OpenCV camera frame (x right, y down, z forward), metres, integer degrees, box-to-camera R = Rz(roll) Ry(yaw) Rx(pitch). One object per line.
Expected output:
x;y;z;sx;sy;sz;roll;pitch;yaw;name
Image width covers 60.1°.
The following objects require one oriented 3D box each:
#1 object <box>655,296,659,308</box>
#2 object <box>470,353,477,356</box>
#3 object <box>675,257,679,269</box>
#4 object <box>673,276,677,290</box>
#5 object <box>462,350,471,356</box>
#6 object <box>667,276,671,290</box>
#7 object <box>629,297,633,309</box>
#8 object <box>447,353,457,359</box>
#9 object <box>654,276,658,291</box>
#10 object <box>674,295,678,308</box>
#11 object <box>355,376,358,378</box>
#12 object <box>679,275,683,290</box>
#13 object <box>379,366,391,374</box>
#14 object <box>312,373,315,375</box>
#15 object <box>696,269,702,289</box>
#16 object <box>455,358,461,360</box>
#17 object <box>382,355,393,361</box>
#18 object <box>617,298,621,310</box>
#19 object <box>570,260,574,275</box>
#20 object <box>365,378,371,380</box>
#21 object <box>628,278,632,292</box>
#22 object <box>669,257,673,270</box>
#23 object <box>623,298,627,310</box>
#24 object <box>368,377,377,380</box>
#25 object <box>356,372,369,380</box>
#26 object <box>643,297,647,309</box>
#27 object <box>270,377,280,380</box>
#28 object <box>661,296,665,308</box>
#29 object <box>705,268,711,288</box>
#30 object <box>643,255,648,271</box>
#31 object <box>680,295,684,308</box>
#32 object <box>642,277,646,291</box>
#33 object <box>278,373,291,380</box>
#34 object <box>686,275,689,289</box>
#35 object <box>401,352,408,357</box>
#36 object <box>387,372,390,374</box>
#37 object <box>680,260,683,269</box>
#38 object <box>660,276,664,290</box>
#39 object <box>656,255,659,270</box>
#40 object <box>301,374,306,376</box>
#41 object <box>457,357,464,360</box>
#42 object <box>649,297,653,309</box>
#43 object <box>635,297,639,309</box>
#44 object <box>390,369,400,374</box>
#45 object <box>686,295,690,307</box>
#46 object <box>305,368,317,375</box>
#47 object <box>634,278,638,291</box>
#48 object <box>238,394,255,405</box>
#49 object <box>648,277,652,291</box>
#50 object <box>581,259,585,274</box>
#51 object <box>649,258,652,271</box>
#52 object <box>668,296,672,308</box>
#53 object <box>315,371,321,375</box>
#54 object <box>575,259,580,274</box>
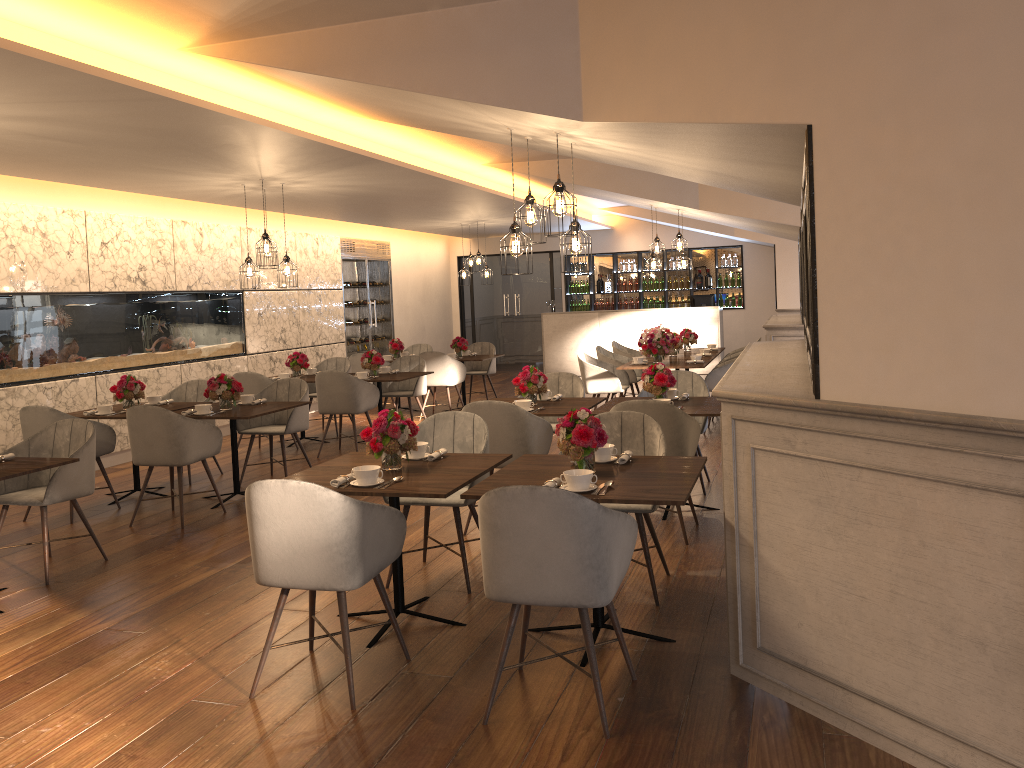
2.678;-1.498;16.391;0.065;0.261;0.066;-3;3;-3;object
-0.523;-0.406;12.061;0.056;0.039;0.176;-1;6;18;object
3.017;-2.216;16.209;0.070;0.235;0.041;-2;3;17;object
2.999;-1.863;16.267;0.065;0.261;0.066;-3;3;-3;object
-0.632;-0.421;12.095;0.148;0.072;0.149;2;7;40;object
2.894;-1.861;16.301;0.065;0.261;0.066;-3;3;-3;object
2.218;-1.492;16.539;0.065;0.261;0.066;-3;3;-3;object
-0.784;-0.356;11.505;0.148;0.072;0.148;-5;6;-29;object
2.662;-1.860;16.376;0.065;0.263;0.066;-3;3;-3;object
3.015;-1.501;16.282;0.065;0.261;0.066;-3;3;-3;object
-1.653;-0.067;9.164;0.056;0.039;0.176;-1;6;18;object
3.104;-1.864;16.233;0.065;0.261;0.066;-3;3;-3;object
-1.394;-0.151;9.719;0.148;0.072;0.148;-5;6;-29;object
-2.194;-0.116;9.968;0.025;0.024;0.193;-1;6;18;object
3.407;-1.913;16.110;0.104;0.359;0.104;-3;3;-20;object
-0.700;-0.325;11.507;0.022;0.004;0.211;-1;6;18;object
-1.658;-0.345;11.786;0.148;0.072;0.148;-5;6;-29;object
2.008;-1.490;16.606;0.065;0.261;0.066;-3;3;-3;object
1.140;-2.231;16.811;0.075;0.309;0.075;0;4;43;object
-1.461;-0.055;9.131;0.022;0.004;0.211;-1;6;18;object
2.202;-1.853;16.524;0.065;0.261;0.066;-3;3;-3;object
2.921;-2.215;16.240;0.070;0.235;0.041;-2;3;17;object
2.113;-1.491;16.573;0.065;0.261;0.066;-3;3;-3;object
-1.430;-0.060;9.114;0.043;0.015;0.198;-1;6;14;object
-1.545;-0.085;9.129;0.148;0.072;0.148;-5;6;-29;object
2.467;-1.495;16.458;0.065;0.261;0.066;-3;3;-3;object
-2.527;-0.057;9.446;0.056;0.039;0.176;-1;6;18;object
2.783;-1.499;16.357;0.065;0.261;0.066;-3;3;-3;object
3.555;-1.916;16.059;0.104;0.358;0.104;-5;4;-45;object
2.469;-2.247;16.383;0.075;0.309;0.075;-5;3;-40;object
3.120;-1.503;16.248;0.065;0.261;0.066;-3;3;-3;object
2.451;-1.856;16.443;0.065;0.261;0.066;-3;3;-3;object
-2.419;-0.075;9.410;0.148;0.072;0.148;-5;6;-29;object
3.209;-1.865;16.199;0.065;0.261;0.066;-3;3;-3;object
-1.507;-0.411;12.376;0.148;0.072;0.149;2;7;40;object
-1.320;-0.127;9.686;0.025;0.024;0.193;-1;6;18;object
3.113;-2.217;16.178;0.070;0.235;0.041;-2;3;17;object
2.767;-1.861;16.342;0.065;0.263;0.066;-3;3;-3;object
2.668;-2.250;16.319;0.075;0.309;0.075;-1;3;29;object
-2.348;-0.102;10.000;0.022;0.004;0.211;-1;6;18;object
-0.669;-0.330;11.490;0.043;0.015;0.198;-1;6;14;object
2.572;-1.496;16.425;0.065;0.261;0.066;-3;3;-3;object
2.323;-1.493;16.505;0.065;0.261;0.066;-3;3;-3;object
-1.284;-0.135;9.685;0.056;0.039;0.176;-1;6;18;object
3.225;-1.504;16.214;0.065;0.261;0.066;-3;3;-3;object
-2.268;-0.140;10.000;0.148;0.072;0.148;-5;6;-29;object
2.308;-1.854;16.490;0.065;0.261;0.066;-3;3;-3;object
-2.178;0.128;7.271;0.148;0.072;0.149;-3;5;-5;object
2.556;-1.858;16.410;0.065;0.263;0.066;-3;3;-3;object
1.339;-2.234;16.747;0.075;0.309;0.075;-4;3;-25;object
2.569;-2.248;16.351;0.075;0.309;0.075;-1;3;29;object
2.910;-1.500;16.316;0.065;0.261;0.066;-3;3;-3;object
-2.159;-0.125;9.966;0.056;0.039;0.176;-1;6;18;object
1.239;-2.233;16.779;0.075;0.309;0.075;-4;3;-29;object
